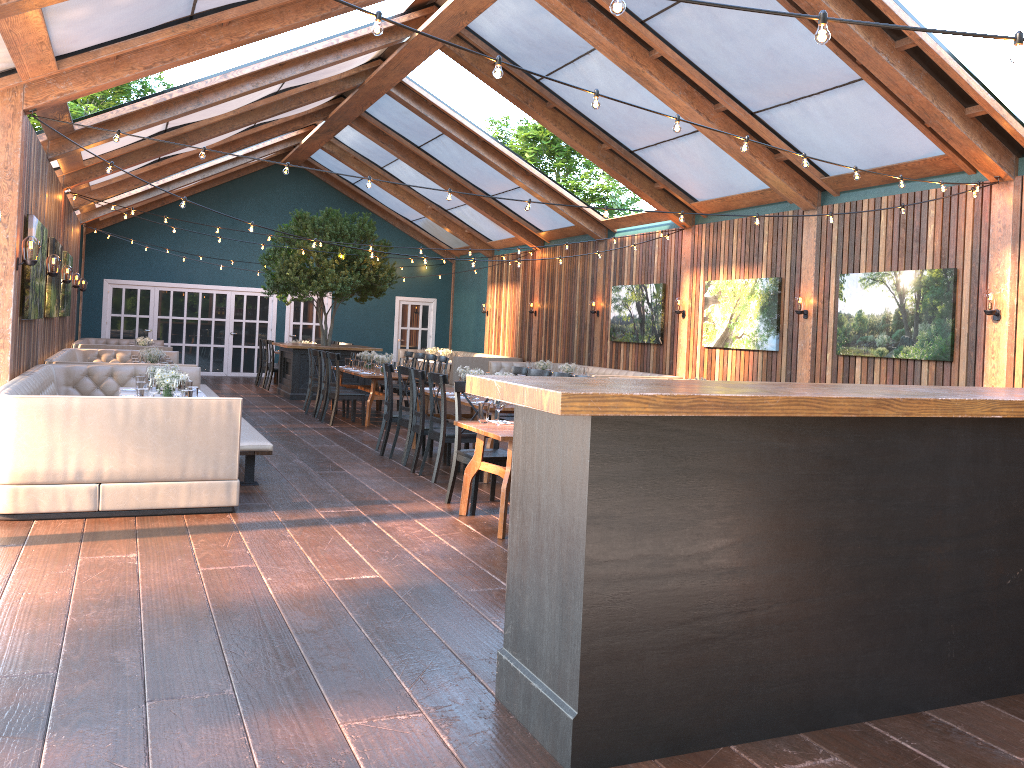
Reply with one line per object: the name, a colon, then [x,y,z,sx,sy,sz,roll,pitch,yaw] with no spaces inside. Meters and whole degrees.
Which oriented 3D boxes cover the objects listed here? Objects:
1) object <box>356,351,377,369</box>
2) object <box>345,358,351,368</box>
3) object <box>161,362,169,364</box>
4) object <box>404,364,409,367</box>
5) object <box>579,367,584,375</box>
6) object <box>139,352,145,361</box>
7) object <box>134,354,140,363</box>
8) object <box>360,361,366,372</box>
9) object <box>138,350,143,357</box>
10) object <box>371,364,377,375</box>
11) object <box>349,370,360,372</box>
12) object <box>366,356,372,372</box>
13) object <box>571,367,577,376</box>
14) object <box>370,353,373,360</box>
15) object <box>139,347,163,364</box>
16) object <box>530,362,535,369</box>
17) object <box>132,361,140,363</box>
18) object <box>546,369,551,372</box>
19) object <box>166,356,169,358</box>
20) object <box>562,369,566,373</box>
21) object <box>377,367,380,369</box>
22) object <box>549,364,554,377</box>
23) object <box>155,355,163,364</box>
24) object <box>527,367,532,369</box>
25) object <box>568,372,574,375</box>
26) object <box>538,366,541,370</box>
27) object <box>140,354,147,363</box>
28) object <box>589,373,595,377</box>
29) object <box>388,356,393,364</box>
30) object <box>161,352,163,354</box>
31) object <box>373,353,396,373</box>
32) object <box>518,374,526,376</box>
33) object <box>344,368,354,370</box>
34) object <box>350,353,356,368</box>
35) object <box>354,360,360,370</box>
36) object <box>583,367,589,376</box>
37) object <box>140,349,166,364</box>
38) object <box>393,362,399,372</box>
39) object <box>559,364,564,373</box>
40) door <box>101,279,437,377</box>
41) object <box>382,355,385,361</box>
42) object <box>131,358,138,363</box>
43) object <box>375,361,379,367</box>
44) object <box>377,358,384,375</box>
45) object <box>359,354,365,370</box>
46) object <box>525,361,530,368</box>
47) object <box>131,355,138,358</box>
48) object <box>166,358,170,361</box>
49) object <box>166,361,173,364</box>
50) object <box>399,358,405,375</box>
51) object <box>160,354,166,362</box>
object: [-2.322,-0.398,14.255,0.336,0.309,0.330,2,2,-28]
object: [-2.654,-0.339,14.271,0.092,0.158,0.092,3,1,-7]
object: [-4.556,-0.207,11.600,0.092,0.158,0.092,3,1,13]
object: [-1.588,-0.224,13.204,0.092,0.158,0.092,3,1,13]
object: [1.141,-0.157,14.440,0.092,0.244,0.092,3,0,24]
object: [-5.175,-0.326,12.375,0.092,0.244,0.092,3,0,24]
object: [-5.656,-0.366,13.362,0.091,0.158,0.092,2,1,-37]
object: [-2.231,-0.256,13.245,0.092,0.158,0.092,3,1,3]
object: [-5.472,-0.382,13.069,0.092,0.244,0.092,3,0,24]
object: [-1.984,-0.213,12.715,0.092,0.158,0.092,3,1,13]
object: [-2.326,-0.201,13.402,0.255,0.019,0.158,1,4,-23]
object: [-2.167,-0.304,13.376,0.092,0.244,0.092,3,0,-21]
object: [0.989,-0.149,14.192,0.092,0.244,0.092,3,0,-21]
object: [-2.345,-0.391,14.661,0.092,0.244,0.092,3,0,-43]
object: [-5.281,-0.398,12.939,0.336,0.309,0.329,2,2,-12]
object: [0.363,-0.266,15.632,0.092,0.244,0.092,3,0,24]
object: [-4.908,-0.219,11.534,0.091,0.158,0.092,2,1,-37]
object: [0.610,-0.163,14.825,0.091,0.158,0.092,2,1,-37]
object: [-5.255,-0.350,13.406,0.091,0.158,0.092,2,1,-37]
object: [0.893,-0.174,15.222,0.091,0.158,0.092,2,1,-37]
object: [-2.160,-0.268,14.627,0.255,0.019,0.158,1,4,-23]
object: [0.666,-0.209,14.920,0.092,0.244,0.092,3,0,24]
object: [-4.649,-0.258,11.655,0.092,0.244,0.092,3,0,24]
object: [0.307,-0.220,15.537,0.091,0.158,0.092,2,1,-37]
object: [0.933,-0.103,14.097,0.091,0.158,0.092,2,1,-37]
object: [0.519,-0.273,15.861,0.092,0.244,0.092,3,0,24]
object: [-4.854,-0.267,11.647,0.092,0.244,0.092,3,0,-21]
object: [1.280,-0.090,14.155,0.092,0.158,0.092,3,1,13]
object: [-1.888,-0.308,13.628,0.092,0.244,0.092,3,0,19]
object: [-5.001,-0.330,12.573,0.092,0.244,0.092,3,0,24]
object: [-1.928,-0.320,13.282,0.329,0.309,0.336,3,2,14]
object: [0.195,-0.163,15.662,0.255,0.019,0.158,1,4,-23]
object: [-2.520,-0.239,13.875,0.255,0.019,0.158,1,4,-23]
object: [-2.585,-0.386,14.388,0.092,0.244,0.092,3,0,24]
object: [-2.416,-0.295,13.731,0.091,0.158,0.092,2,1,-17]
object: [1.187,-0.141,14.209,0.092,0.244,0.092,3,0,24]
object: [-4.895,-0.326,12.060,0.336,0.309,0.329,2,2,-7]
object: [-1.799,-0.267,13.742,0.092,0.158,0.091,3,1,33]
object: [0.840,-0.213,15.128,0.092,0.244,0.092,3,0,24]
door: [-5.846,-1.275,22.294,8.164,2.210,0.174,1,0,-24]
object: [-2.072,-0.345,14.126,0.092,0.244,0.092,3,0,-26]
object: [-5.233,-0.279,12.268,0.091,0.158,0.092,2,1,-37]
object: [-2.248,-0.351,14.772,0.092,0.158,0.092,3,1,3]
object: [-1.908,-0.260,12.844,0.092,0.244,0.092,3,0,-21]
object: [-2.355,-0.342,13.841,0.092,0.244,0.092,3,0,-26]
object: [0.278,-0.284,15.858,0.092,0.244,0.092,3,0,24]
object: [-5.540,-0.337,12.978,0.091,0.158,0.092,2,1,-37]
object: [-4.945,-0.291,12.674,0.091,0.158,0.092,2,1,-37]
object: [-4.642,-0.234,11.980,0.091,0.158,0.092,2,1,-37]
object: [-1.631,-0.264,13.117,0.092,0.244,0.092,3,0,2]
object: [-4.695,-0.274,11.886,0.092,0.244,0.092,3,0,24]
